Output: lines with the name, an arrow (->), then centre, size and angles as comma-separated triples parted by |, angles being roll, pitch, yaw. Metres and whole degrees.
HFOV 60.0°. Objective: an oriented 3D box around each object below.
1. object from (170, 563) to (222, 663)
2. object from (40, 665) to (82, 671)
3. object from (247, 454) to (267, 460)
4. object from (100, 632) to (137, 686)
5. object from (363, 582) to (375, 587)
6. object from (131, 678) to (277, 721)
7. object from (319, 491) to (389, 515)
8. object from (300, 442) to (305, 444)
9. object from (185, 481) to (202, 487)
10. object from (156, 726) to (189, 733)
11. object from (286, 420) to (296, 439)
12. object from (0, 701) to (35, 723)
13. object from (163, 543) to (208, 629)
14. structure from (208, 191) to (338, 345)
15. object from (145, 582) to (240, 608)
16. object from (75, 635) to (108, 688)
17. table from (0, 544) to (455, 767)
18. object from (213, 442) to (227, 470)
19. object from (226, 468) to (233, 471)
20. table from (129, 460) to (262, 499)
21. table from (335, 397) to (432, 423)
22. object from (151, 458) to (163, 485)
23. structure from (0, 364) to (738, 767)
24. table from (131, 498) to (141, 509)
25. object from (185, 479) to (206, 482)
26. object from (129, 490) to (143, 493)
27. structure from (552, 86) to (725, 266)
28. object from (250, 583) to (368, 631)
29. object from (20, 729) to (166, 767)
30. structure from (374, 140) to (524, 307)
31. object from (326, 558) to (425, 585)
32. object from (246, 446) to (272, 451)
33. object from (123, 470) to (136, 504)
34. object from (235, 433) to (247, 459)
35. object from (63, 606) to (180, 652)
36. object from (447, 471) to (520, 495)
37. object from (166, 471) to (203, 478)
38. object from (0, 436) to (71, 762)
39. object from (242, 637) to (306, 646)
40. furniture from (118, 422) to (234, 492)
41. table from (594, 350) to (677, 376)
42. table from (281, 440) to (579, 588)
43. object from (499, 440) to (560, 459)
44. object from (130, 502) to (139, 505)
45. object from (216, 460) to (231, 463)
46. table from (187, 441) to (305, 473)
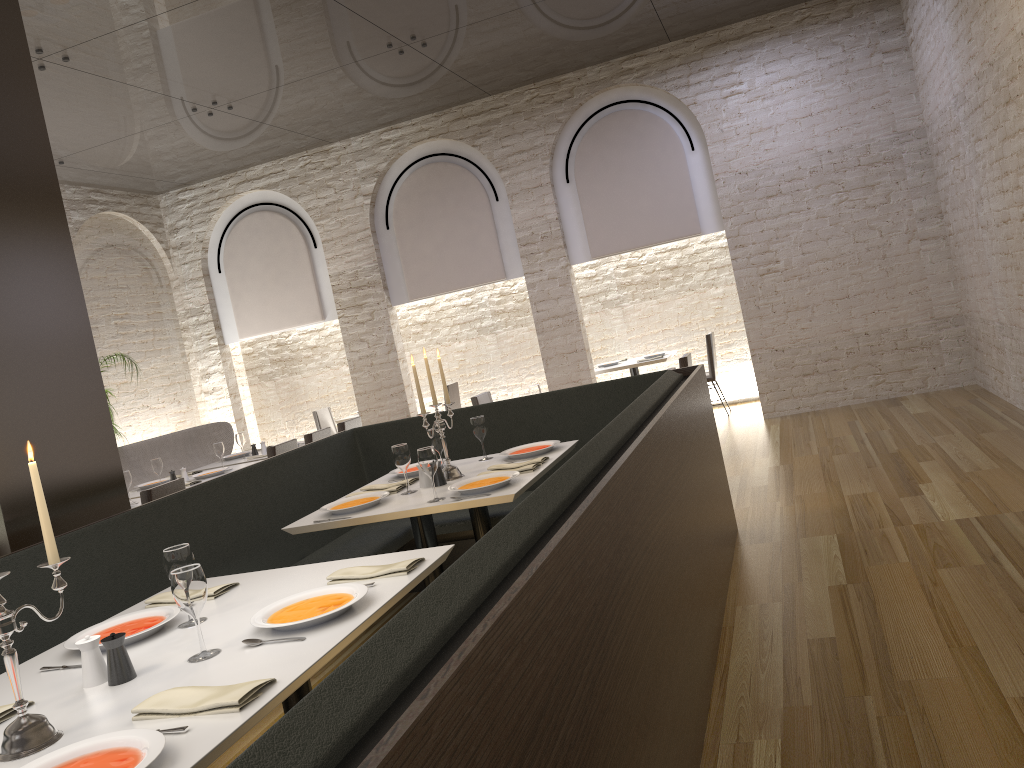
object -> -0.807, 0.581, 2.256 | 0.086, 0.230, 0.087 | -11, 2, 30
object -> -1.207, 0.768, 2.410 | 0.185, 0.010, 0.017 | -11, 3, 17
object -> -2.166, 0.626, 7.761 | 0.272, 0.033, 0.143 | -11, 4, 17
object -> -0.979, 0.679, 2.199 | 0.068, 0.126, 0.069 | -12, 2, 11
object -> -0.489, 0.602, 2.619 | 0.185, 0.010, 0.017 | -11, 3, 17
object -> -0.668, 0.681, 1.925 | 0.272, 0.033, 0.143 | -11, 4, 17
object -> -0.713, 0.549, 4.031 | 0.322, 0.036, 0.322 | -12, 4, -7
object -> -2.014, 0.565, 8.274 | 0.185, 0.010, 0.017 | -11, 3, 17
object -> -2.494, 0.765, 6.673 | 0.272, 0.033, 0.143 | -11, 4, 17
object -> -0.736, 0.707, 1.799 | 0.185, 0.010, 0.017 | -11, 3, 17
object -> -2.074, 0.460, 8.370 | 0.086, 0.230, 0.086 | -13, 2, -42
object -> -1.311, 0.805, 2.131 | 0.272, 0.033, 0.143 | -11, 4, 17
object -> -0.964, 0.592, 2.607 | 0.086, 0.230, 0.087 | -11, 2, 30
structure -> -2.883, -1.437, 10.456 | 1.629, 1.673, 0.098 | -11, 1, 17
object -> -1.064, 0.700, 2.951 | 0.272, 0.033, 0.143 | -11, 4, 17
object -> -1.055, 0.694, 2.227 | 0.068, 0.126, 0.069 | -12, 2, 11
table -> -0.987, 1.150, 1.866 | 1.098, 0.759, 2.548 | -11, 3, 18
object -> -2.398, 0.597, 7.294 | 0.086, 0.230, 0.086 | -13, 2, -42
object -> -2.342, 0.704, 7.186 | 0.185, 0.010, 0.017 | -11, 3, 17
table -> -2.556, 1.148, 7.105 | 0.934, 0.759, 1.014 | -11, 3, 18
table -> -1.466, 0.671, 10.953 | 0.934, 0.759, 1.014 | -11, 3, 18
object -> -2.767, 0.698, 6.937 | 0.086, 0.230, 0.086 | -13, 2, -42
structure -> -1.447, 1.221, 0.355 | 2.366, 0.999, 10.789 | -11, 4, 18
table -> -2.873, 1.283, 6.053 | 0.934, 0.759, 1.014 | -11, 3, 18
object -> -2.446, 0.745, 6.842 | 0.181, 0.015, 0.038 | -11, 3, 19
object -> -2.947, 0.844, 7.004 | 0.185, 0.010, 0.017 | -11, 3, 17
structure -> 1.213, -2.222, 9.150 | 1.629, 1.673, 0.098 | -11, 1, 17
object -> -0.548, 0.617, 2.418 | 0.321, 0.036, 0.322 | -11, 4, 13
object -> -0.793, 0.721, 1.606 | 0.320, 0.036, 0.323 | -9, 4, 37
structure -> -0.769, -1.842, 9.782 | 1.629, 1.673, 0.098 | -11, 1, 17
object -> -0.420, 0.576, 2.746 | 0.272, 0.033, 0.143 | -11, 4, 17
object -> -2.448, 0.634, 8.587 | 0.272, 0.033, 0.143 | -11, 4, 17
object -> -2.713, 0.731, 6.247 | 0.086, 0.230, 0.086 | -13, 2, -42
object -> -2.442, 0.560, 8.013 | 0.086, 0.230, 0.086 | -13, 2, -42
object -> -1.141, 0.731, 2.609 | 0.321, 0.036, 0.322 | -11, 4, 13
object -> -0.120, 0.436, 3.840 | 0.322, 0.036, 0.322 | -12, 4, -7
object -> -2.776, 0.773, 7.498 | 0.272, 0.033, 0.143 | -11, 4, 17
object -> -1.090, 0.447, 1.873 | 0.131, 0.656, 0.392 | -11, 2, 28
object -> -0.604, 0.648, 2.240 | 0.181, 0.015, 0.038 | -11, 3, 19
furniture -> -3.095, 1.033, 7.997 | 0.705, 1.096, 2.594 | -11, 3, 18
table -> 1.434, 0.115, 10.029 | 0.934, 0.759, 1.014 | -11, 3, 18
table -> -0.252, 0.838, 4.306 | 1.098, 0.759, 1.193 | -11, 3, 18
object -> 0.095, 0.345, 4.552 | 0.322, 0.036, 0.321 | -14, 4, -24
object -> -2.659, 0.838, 6.133 | 0.185, 0.010, 0.017 | -11, 3, 17
object -> -2.620, 0.705, 8.092 | 0.185, 0.010, 0.017 | -11, 3, 17
table -> -2.228, 1.009, 8.194 | 0.934, 0.759, 1.014 | -11, 3, 18
